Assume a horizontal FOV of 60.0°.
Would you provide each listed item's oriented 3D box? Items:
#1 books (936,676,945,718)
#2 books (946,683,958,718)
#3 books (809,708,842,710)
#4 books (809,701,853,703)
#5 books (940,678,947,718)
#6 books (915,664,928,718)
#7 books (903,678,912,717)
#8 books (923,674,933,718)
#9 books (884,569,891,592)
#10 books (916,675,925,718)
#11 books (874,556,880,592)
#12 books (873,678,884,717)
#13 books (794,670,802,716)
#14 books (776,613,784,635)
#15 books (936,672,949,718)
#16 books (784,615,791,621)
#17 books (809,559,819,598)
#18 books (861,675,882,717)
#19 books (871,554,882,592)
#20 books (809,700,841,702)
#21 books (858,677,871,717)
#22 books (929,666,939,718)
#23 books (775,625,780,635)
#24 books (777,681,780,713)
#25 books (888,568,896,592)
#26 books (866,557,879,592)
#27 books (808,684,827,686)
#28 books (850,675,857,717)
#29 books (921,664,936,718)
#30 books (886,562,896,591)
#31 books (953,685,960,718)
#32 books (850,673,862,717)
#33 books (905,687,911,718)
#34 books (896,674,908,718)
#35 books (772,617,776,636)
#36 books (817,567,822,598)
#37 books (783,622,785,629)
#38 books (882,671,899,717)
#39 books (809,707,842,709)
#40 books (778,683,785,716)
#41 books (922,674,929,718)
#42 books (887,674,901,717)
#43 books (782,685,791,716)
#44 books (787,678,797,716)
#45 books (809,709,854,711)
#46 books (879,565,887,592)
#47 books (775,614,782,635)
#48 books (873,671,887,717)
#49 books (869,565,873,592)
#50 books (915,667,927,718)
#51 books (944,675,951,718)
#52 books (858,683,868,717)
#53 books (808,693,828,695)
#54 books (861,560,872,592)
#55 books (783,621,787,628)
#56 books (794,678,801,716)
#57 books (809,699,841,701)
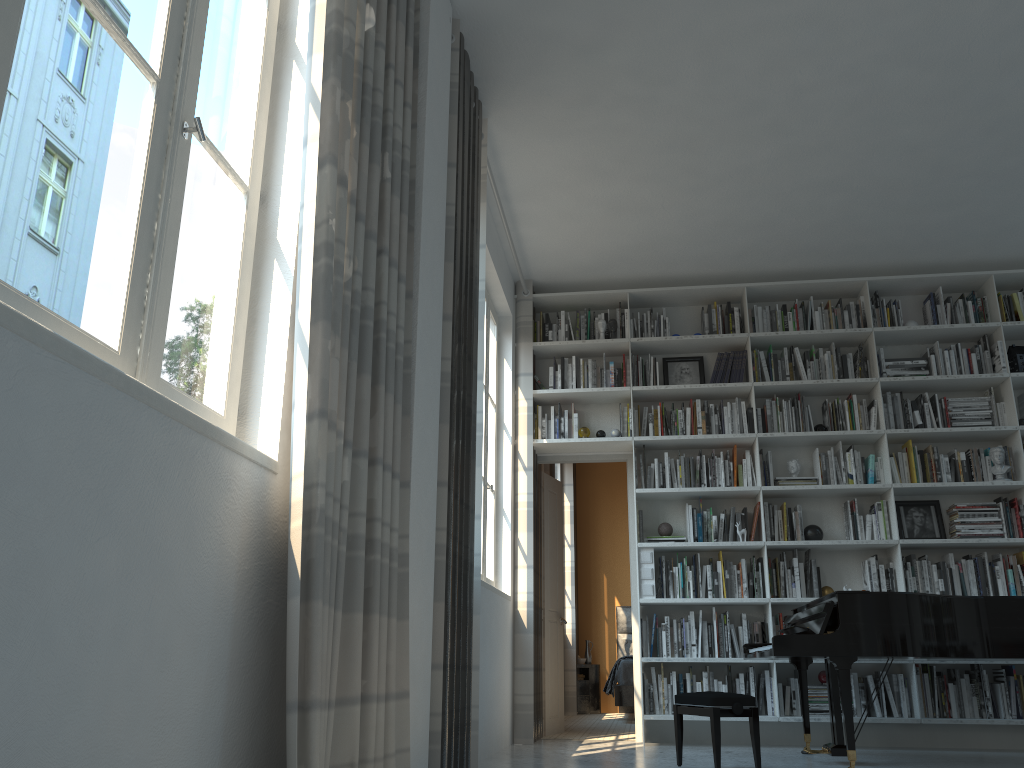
[{"bbox_3d":[2.696,1.985,5.629,0.022,0.246,0.144,-2,-18,8],"label":"books"},{"bbox_3d":[2.753,1.995,5.592,0.028,0.205,0.175,-2,-18,8],"label":"books"},{"bbox_3d":[2.024,2.081,5.684,0.285,0.007,0.160,-4,-18,12],"label":"books"},{"bbox_3d":[2.023,2.042,5.697,0.285,0.007,0.160,-1,-18,3],"label":"books"},{"bbox_3d":[2.713,1.987,5.622,0.012,0.238,0.129,-2,-18,8],"label":"books"},{"bbox_3d":[2.599,1.943,5.652,0.014,0.339,0.140,-2,-18,8],"label":"books"},{"bbox_3d":[2.512,1.999,5.659,0.021,0.237,0.116,-2,-18,8],"label":"books"},{"bbox_3d":[2.628,1.979,5.639,0.025,0.262,0.145,-2,-18,8],"label":"books"},{"bbox_3d":[2.469,1.333,5.874,0.031,0.194,0.142,-2,-18,8],"label":"books"},{"bbox_3d":[2.563,1.979,5.628,0.026,0.255,0.184,-2,-18,8],"label":"books"},{"bbox_3d":[2.406,1.294,5.887,0.010,0.276,0.156,-2,-18,8],"label":"books"},{"bbox_3d":[2.336,2.000,5.659,0.011,0.231,0.174,-2,-18,8],"label":"books"},{"bbox_3d":[1.862,1.999,5.745,0.027,0.281,0.130,-2,-18,8],"label":"books"},{"bbox_3d":[1.777,1.666,5.860,0.013,0.287,0.161,-2,-18,8],"label":"books"},{"bbox_3d":[2.725,1.970,5.630,0.012,0.275,0.155,-2,-18,8],"label":"books"},{"bbox_3d":[1.831,1.673,5.858,0.026,0.272,0.146,-2,-18,8],"label":"books"},{"bbox_3d":[2.012,1.311,5.921,0.027,0.260,0.164,-2,-18,8],"label":"books"},{"bbox_3d":[2.300,1.992,5.669,0.062,0.252,0.178,-2,-18,8],"label":"books"},{"bbox_3d":[2.417,1.286,5.884,0.014,0.290,0.132,-2,-18,8],"label":"books"},{"bbox_3d":[2.025,2.038,5.708,0.254,0.007,0.161,-2,-18,9],"label":"books"},{"bbox_3d":[2.258,2.005,5.684,0.028,0.237,0.136,-2,-18,8],"label":"books"},{"bbox_3d":[2.667,1.952,5.632,0.034,0.310,0.170,-2,-18,8],"label":"books"},{"bbox_3d":[1.748,1.702,5.852,0.026,0.212,0.140,-2,-18,8],"label":"books"},{"bbox_3d":[1.718,2.030,5.761,0.012,0.230,0.138,-2,-18,8],"label":"books"},{"bbox_3d":[2.494,1.325,5.859,0.024,0.200,0.159,-2,-18,8],"label":"books"},{"bbox_3d":[2.386,1.294,5.876,0.027,0.268,0.159,-2,-18,8],"label":"books"},{"bbox_3d":[2.024,1.944,5.727,0.285,0.005,0.160,-4,-18,12],"label":"books"},{"bbox_3d":[2.176,1.996,5.683,0.012,0.253,0.161,-2,-18,8],"label":"books"},{"bbox_3d":[2.644,1.941,5.638,0.012,0.336,0.144,-2,-18,8],"label":"books"},{"bbox_3d":[2.519,1.313,5.886,0.019,0.241,0.108,-2,-18,8],"label":"books"},{"bbox_3d":[2.786,2.008,5.615,0.030,0.196,0.143,-2,-18,8],"label":"books"},{"bbox_3d":[2.200,1.994,5.696,0.031,0.264,0.145,-2,-18,8],"label":"books"},{"bbox_3d":[2.487,2.021,5.635,0.024,0.179,0.172,-2,-18,8],"label":"books"},{"bbox_3d":[2.462,1.979,5.634,0.024,0.259,0.190,-2,-18,8],"label":"books"},{"bbox_3d":[1.725,1.680,5.868,0.023,0.265,0.135,-2,-18,8],"label":"books"},{"bbox_3d":[2.039,1.338,5.924,0.023,0.211,0.160,-2,-18,8],"label":"books"},{"bbox_3d":[1.788,1.692,5.843,0.010,0.227,0.168,-2,-18,8],"label":"books"},{"bbox_3d":[2.391,1.979,5.663,0.073,0.275,0.181,-2,-18,8],"label":"books"},{"bbox_3d":[2.024,2.076,5.689,0.254,0.007,0.161,-1,-18,4],"label":"books"},{"bbox_3d":[1.735,2.044,5.750,0.025,0.197,0.160,-2,-18,8],"label":"books"},{"bbox_3d":[2.612,1.985,5.650,0.010,0.258,0.131,-2,-18,8],"label":"books"},{"bbox_3d":[2.442,1.989,5.667,0.025,0.258,0.133,-2,-18,8],"label":"books"},{"bbox_3d":[1.772,2.047,5.736,0.053,0.183,0.148,-2,-18,8],"label":"books"},{"bbox_3d":[1.810,2.022,5.736,0.023,0.231,0.165,-2,-18,8],"label":"books"},{"bbox_3d":[2.022,2.089,5.685,0.285,0.007,0.160,-1,-18,4],"label":"books"},{"bbox_3d":[2.437,1.316,5.863,0.029,0.220,0.153,-2,-18,8],"label":"books"},{"bbox_3d":[1.766,1.668,5.858,0.010,0.281,0.149,-2,-18,8],"label":"books"},{"bbox_3d":[2.346,1.977,5.657,0.012,0.273,0.181,-2,-18,8],"label":"books"},{"bbox_3d":[2.367,1.321,5.889,0.015,0.224,0.148,-2,-18,8],"label":"books"},{"bbox_3d":[2.583,1.957,5.632,0.014,0.299,0.185,-2,-18,8],"label":"books"},{"bbox_3d":[2.737,1.980,5.625,0.012,0.254,0.151,-2,-18,8],"label":"books"},{"bbox_3d":[2.228,2.019,5.671,0.029,0.201,0.178,-2,-18,8],"label":"books"},{"bbox_3d":[2.022,1.999,5.721,0.285,0.005,0.160,-2,-18,7],"label":"books"},{"bbox_3d":[2.353,1.306,5.888,0.012,0.253,0.161,-2,-18,8],"label":"books"},{"bbox_3d":[1.803,1.683,5.832,0.023,0.236,0.173,-2,-18,8],"label":"books"},{"bbox_3d":[1.835,2.026,5.740,0.027,0.226,0.140,-2,-18,8],"label":"books"},{"bbox_3d":[2.025,2.032,5.710,0.285,0.007,0.160,-2,-18,9],"label":"books"}]
